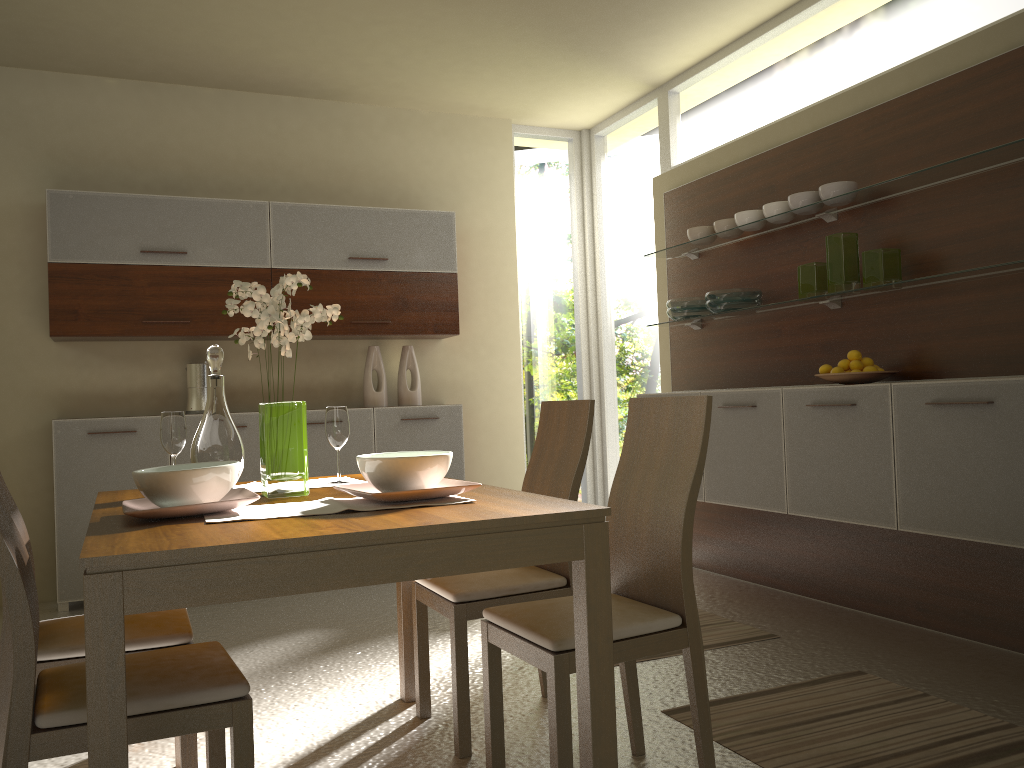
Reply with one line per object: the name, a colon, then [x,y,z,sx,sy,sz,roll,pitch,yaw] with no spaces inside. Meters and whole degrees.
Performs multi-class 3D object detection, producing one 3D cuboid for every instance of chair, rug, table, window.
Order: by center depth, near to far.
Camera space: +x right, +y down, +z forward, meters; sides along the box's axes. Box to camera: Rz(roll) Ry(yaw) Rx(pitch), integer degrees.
chair: [-0.844,0.580,1.859,0.507,1.017,0.404,-2,-1,-27]
table: [-0.520,0.690,2.287,1.000,0.790,1.411,-2,-1,-24]
rug: [1.187,1.019,2.302,0.843,0.010,1.613,-2,-1,-24]
chair: [0.229,0.548,2.308,0.507,1.017,0.404,-2,-1,-26]
chair: [-1.111,0.599,2.313,0.507,1.017,0.404,-2,-1,-23]
chair: [-0.022,0.569,2.843,0.507,1.017,0.404,-2,-1,-24]
window: [-1.216,-0.365,3.309,6.429,3.000,4.466,-2,-1,-26]
rug: [0.414,1.087,4.254,0.842,0.007,1.613,-2,-1,-23]

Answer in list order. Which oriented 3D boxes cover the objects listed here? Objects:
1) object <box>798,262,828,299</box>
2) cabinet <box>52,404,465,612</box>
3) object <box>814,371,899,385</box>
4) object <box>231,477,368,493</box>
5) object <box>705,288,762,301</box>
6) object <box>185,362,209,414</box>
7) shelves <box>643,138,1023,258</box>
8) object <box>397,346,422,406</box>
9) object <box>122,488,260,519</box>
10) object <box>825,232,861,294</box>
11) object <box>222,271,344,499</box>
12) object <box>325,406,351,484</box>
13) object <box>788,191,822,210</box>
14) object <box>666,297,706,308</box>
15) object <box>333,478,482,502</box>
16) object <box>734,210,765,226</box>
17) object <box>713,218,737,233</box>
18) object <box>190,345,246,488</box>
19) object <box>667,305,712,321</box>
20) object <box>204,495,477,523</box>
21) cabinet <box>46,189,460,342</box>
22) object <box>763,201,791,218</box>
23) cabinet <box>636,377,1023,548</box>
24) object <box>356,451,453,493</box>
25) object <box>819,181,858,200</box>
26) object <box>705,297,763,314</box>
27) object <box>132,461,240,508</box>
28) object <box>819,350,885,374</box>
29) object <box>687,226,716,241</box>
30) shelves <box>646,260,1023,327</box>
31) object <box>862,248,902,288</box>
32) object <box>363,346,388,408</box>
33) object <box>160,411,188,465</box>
object: [1.385,-0.467,4.043,0.111,0.160,0.112,-2,-1,-24]
cabinet: [-1.414,0.670,5.283,2.318,1.018,0.372,-2,-1,-24]
object: [1.472,-0.021,3.792,0.337,0.053,0.337,-2,-1,8]
object: [-0.739,0.305,2.639,0.589,0.010,0.287,-2,-1,-27]
object: [1.143,-0.443,4.576,0.288,0.068,0.288,-3,-1,25]
object: [-1.805,0.020,5.148,0.181,0.305,0.150,-2,-1,-17]
shelves: [1.379,-0.790,4.092,0.255,0.008,2.463,-2,-1,-24]
object: [-0.660,-0.052,5.669,0.153,0.384,0.153,-2,-1,10]
object: [-0.738,0.277,2.031,0.283,0.041,0.283,-2,-1,-24]
object: [1.447,-0.525,3.876,0.099,0.259,0.099,-2,-1,-24]
object: [-0.617,-0.003,2.393,0.304,0.608,0.302,-2,-1,-21]
object: [-0.528,0.184,2.688,0.075,0.232,0.075,-3,-1,25]
object: [1.358,-0.832,4.087,0.163,0.077,0.163,-3,-1,25]
object: [0.998,-0.431,4.892,0.288,0.068,0.288,-3,-1,25]
object: [-0.257,0.260,2.146,0.283,0.033,0.283,-2,-1,-30]
object: [1.201,-0.818,4.448,0.163,0.077,0.163,-3,-1,25]
object: [1.139,-0.812,4.640,0.163,0.077,0.163,-3,-1,25]
object: [-0.874,0.096,2.628,0.156,0.426,0.156,-3,-1,17]
object: [1.000,-0.388,4.891,0.288,0.068,0.288,-3,-1,25]
object: [-0.406,0.281,2.066,0.589,0.010,0.287,-2,-1,-21]
cabinet: [-1.466,-0.669,5.309,2.318,0.789,0.372,-2,-1,-24]
object: [1.293,-0.825,4.271,0.163,0.077,0.163,-3,-1,17]
cabinet: [1.367,0.297,4.045,0.372,0.570,2.463,-2,-1,-24]
object: [-0.258,0.220,2.147,0.233,0.101,0.233,-1,-1,-35]
object: [1.443,-0.838,3.920,0.163,0.077,0.163,-3,-1,25]
object: [1.145,-0.400,4.575,0.288,0.068,0.288,-3,-1,25]
object: [-0.743,0.237,2.031,0.232,0.107,0.233,-2,-1,-13]
object: [1.458,-0.076,3.806,0.259,0.139,0.230,-3,-1,36]
object: [1.036,-0.805,4.819,0.163,0.077,0.163,-3,-1,25]
shelves: [1.394,-0.382,4.083,0.255,0.008,2.463,-2,-1,-24]
object: [1.546,-0.480,3.707,0.112,0.160,0.111,-2,-1,-24]
object: [-0.863,-0.046,5.578,0.153,0.384,0.153,-2,-1,10]
object: [-0.978,0.196,2.568,0.075,0.232,0.075,-3,-1,25]
